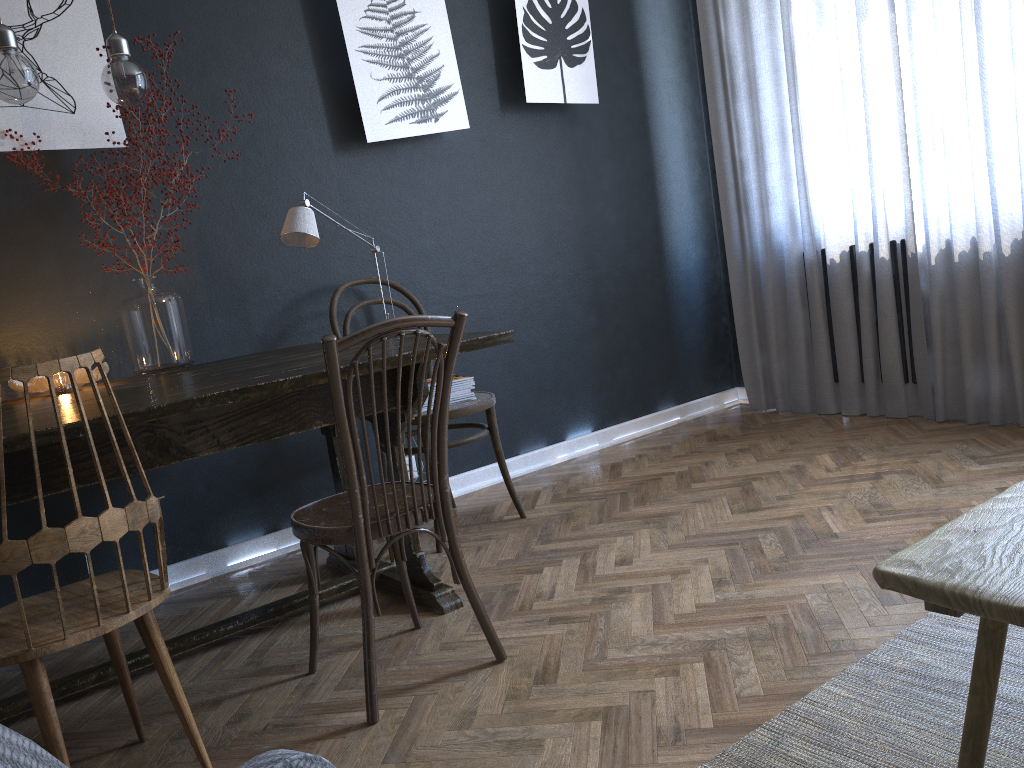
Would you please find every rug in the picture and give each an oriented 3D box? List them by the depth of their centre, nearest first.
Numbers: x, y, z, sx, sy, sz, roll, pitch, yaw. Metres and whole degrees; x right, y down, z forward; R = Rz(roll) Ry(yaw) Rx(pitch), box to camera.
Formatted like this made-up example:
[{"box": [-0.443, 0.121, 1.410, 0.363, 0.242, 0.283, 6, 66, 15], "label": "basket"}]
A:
[{"box": [0.606, 0.665, 1.097, 2.007, 0.013, 1.003, -14, 9, -35], "label": "rug"}]

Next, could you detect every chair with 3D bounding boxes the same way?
[{"box": [0.049, 0.431, 0.396, 0.645, 0.813, 0.493, -4, 10, 32], "label": "chair"}, {"box": [-0.847, 0.383, 1.649, 0.384, 0.858, 0.455, -2, 11, 39], "label": "chair"}, {"box": [-0.295, 0.266, 1.982, 0.362, 0.822, 0.466, -15, 10, -35], "label": "chair"}, {"box": [-0.313, 0.062, 3.124, 0.437, 0.923, 0.549, -15, 10, -38], "label": "chair"}]

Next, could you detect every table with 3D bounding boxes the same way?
[{"box": [0.773, 0.374, 0.996, 0.786, 0.551, 0.339, -14, 10, -35], "label": "table"}, {"box": [-0.906, 0.370, 2.269, 1.601, 0.729, 1.126, -14, 10, -35], "label": "table"}]

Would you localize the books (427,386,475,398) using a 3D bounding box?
[{"box": [-0.309, 0.035, 3.084, 0.304, 0.006, 0.218, -12, 8, -23], "label": "books"}]

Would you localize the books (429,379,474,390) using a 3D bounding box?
[{"box": [-0.314, 0.009, 3.081, 0.304, 0.008, 0.218, -12, 8, -23], "label": "books"}]

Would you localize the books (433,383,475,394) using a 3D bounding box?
[{"box": [-0.309, 0.024, 3.077, 0.304, 0.008, 0.218, -12, 8, -24], "label": "books"}]

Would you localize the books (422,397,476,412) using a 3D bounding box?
[{"box": [-0.307, 0.076, 3.081, 0.304, 0.008, 0.218, -13, 9, -28], "label": "books"}]

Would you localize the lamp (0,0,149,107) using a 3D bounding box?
[{"box": [-0.985, -1.397, 1.415, 0.583, 1.578, 1.587, -9, 8, -4], "label": "lamp"}]

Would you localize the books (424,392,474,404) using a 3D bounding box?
[{"box": [-0.312, 0.054, 3.076, 0.304, 0.013, 0.218, -12, 8, -23], "label": "books"}]

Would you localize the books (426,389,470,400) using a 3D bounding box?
[{"box": [-0.316, 0.043, 3.081, 0.288, 0.008, 0.218, -12, 8, -22], "label": "books"}]

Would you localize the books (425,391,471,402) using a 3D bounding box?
[{"box": [-0.314, 0.048, 3.081, 0.288, 0.008, 0.218, -12, 8, -22], "label": "books"}]

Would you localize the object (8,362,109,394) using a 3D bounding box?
[{"box": [-1.257, -0.010, 2.470, 0.253, 0.072, 0.252, -13, 9, -29], "label": "object"}]

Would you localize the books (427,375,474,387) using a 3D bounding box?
[{"box": [-0.314, 0.001, 3.079, 0.304, 0.013, 0.218, -12, 8, -23], "label": "books"}]

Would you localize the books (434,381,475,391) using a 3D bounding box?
[{"box": [-0.311, 0.017, 3.078, 0.304, 0.008, 0.218, -12, 8, -24], "label": "books"}]

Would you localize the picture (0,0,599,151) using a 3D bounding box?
[{"box": [-0.786, -1.206, 3.016, 4.448, 0.773, 0.058, -14, 10, -35], "label": "picture"}]

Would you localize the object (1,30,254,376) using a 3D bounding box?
[{"box": [-1.123, -0.493, 2.638, 0.639, 0.933, 0.555, -5, 9, 25], "label": "object"}]

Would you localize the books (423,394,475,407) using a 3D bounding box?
[{"box": [-0.310, 0.061, 3.079, 0.304, 0.008, 0.218, -12, 8, -23], "label": "books"}]

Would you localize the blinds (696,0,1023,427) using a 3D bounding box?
[{"box": [2.157, -1.218, 2.638, 0.312, 2.795, 3.991, -15, 10, -35], "label": "blinds"}]

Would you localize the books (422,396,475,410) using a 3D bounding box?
[{"box": [-0.310, 0.069, 3.079, 0.304, 0.007, 0.218, -12, 8, -23], "label": "books"}]

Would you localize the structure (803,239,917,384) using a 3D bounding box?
[{"box": [1.942, -0.307, 3.374, 0.215, 0.602, 1.846, -15, 10, -35], "label": "structure"}]

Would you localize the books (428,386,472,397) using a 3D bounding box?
[{"box": [-0.311, 0.031, 3.078, 0.288, 0.008, 0.218, -12, 8, -24], "label": "books"}]

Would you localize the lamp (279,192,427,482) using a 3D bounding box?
[{"box": [-0.464, -0.104, 3.021, 0.242, 1.072, 0.798, -7, 8, 9], "label": "lamp"}]
